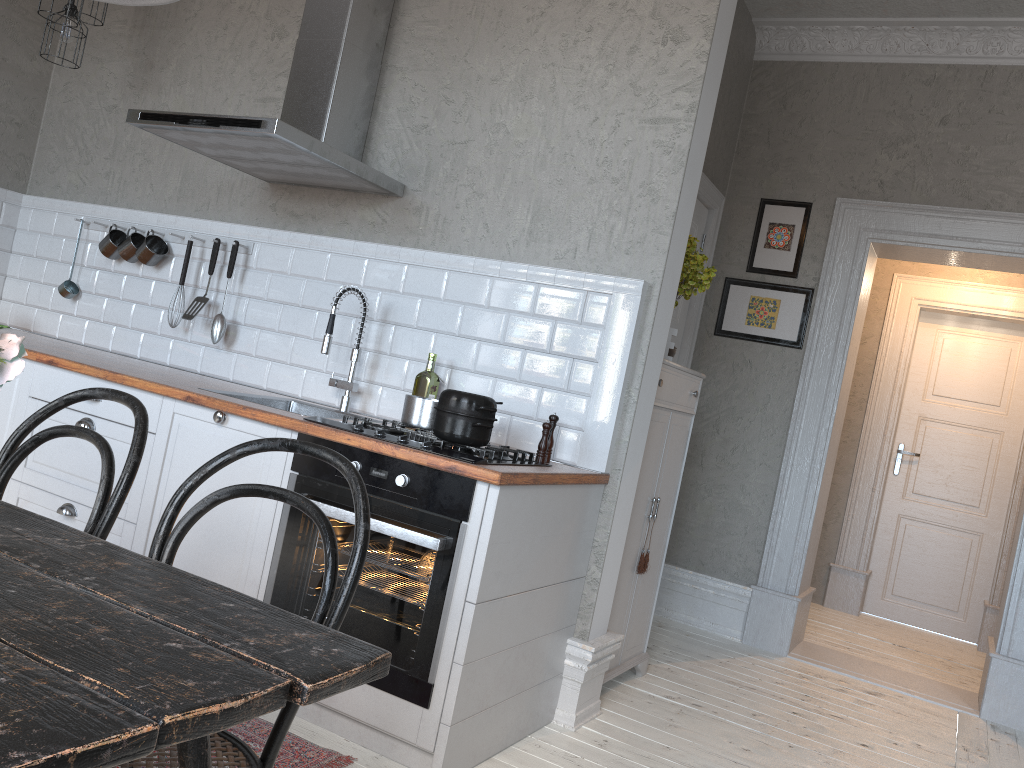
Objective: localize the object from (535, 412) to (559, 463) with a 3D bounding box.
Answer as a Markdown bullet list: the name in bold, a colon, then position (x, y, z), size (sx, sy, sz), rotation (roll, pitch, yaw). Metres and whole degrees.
- **object**: position (0.117, 0.174, 2.909), size (0.035, 0.167, 0.074), rotation (12, 0, 28)

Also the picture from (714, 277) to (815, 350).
- **picture**: position (1.363, -0.388, 4.810), size (0.481, 0.331, 0.014), rotation (12, 0, 26)

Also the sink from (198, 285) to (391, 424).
- **sink**: position (-0.715, -0.024, 3.126), size (0.478, 0.720, 0.537), rotation (12, 0, 27)

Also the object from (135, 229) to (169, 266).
- **object**: position (-1.582, -0.599, 3.902), size (0.134, 0.161, 0.111), rotation (11, 0, 44)

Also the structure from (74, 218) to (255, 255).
- **structure**: position (-1.576, -0.670, 3.937), size (1.067, 0.053, 0.096), rotation (12, 0, 26)

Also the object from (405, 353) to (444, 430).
- **object**: position (-0.301, 0.031, 3.198), size (0.080, 0.282, 0.091), rotation (12, -1, 28)

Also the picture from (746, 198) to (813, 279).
- **picture**: position (1.451, -0.794, 4.813), size (0.277, 0.416, 0.012), rotation (12, -1, 26)

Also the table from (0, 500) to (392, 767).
- **table**: position (-1.246, 0.480, 1.119), size (1.887, 0.735, 0.920), rotation (12, 0, 27)

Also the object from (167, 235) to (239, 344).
- **object**: position (-1.302, -0.404, 3.719), size (0.323, 0.443, 0.082), rotation (12, -1, 27)

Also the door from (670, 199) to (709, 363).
- **door**: position (0.657, 0.113, 4.354), size (0.078, 2.183, 0.764), rotation (12, -1, 27)

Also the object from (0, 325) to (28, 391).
- **object**: position (-0.807, -0.014, 1.163), size (0.247, 0.414, 0.317), rotation (12, 0, 26)

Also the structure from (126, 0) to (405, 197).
- **structure**: position (-0.740, -1.610, 3.319), size (0.700, 1.596, 0.725), rotation (12, 0, 27)

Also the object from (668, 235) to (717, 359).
- **object**: position (0.648, -0.360, 3.714), size (0.303, 0.553, 0.334), rotation (12, 0, -29)

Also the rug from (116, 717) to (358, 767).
- **rug**: position (-1.132, 0.868, 2.354), size (1.267, 0.014, 0.749), rotation (12, 0, 27)

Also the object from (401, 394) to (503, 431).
- **object**: position (-0.210, 0.092, 2.926), size (0.309, 0.134, 0.171), rotation (12, 0, -29)

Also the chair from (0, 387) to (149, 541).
- **chair**: position (-1.005, 0.435, 1.516), size (0.429, 0.921, 0.560), rotation (11, 0, 35)

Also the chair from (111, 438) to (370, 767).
- **chair**: position (-0.542, 0.531, 1.286), size (0.431, 0.921, 0.558), rotation (12, 0, 25)

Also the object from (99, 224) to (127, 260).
- **object**: position (-1.799, -0.644, 4.022), size (0.134, 0.161, 0.110), rotation (12, 0, 39)

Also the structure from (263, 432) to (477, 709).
- **structure**: position (-0.301, 0.528, 2.733), size (0.611, 0.623, 0.629), rotation (12, 0, 27)

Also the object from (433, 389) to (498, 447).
- **object**: position (-0.137, 0.099, 2.585), size (0.192, 0.147, 0.191), rotation (12, 0, 7)

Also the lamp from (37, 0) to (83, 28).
- **lamp**: position (-1.656, -2.320, 3.582), size (0.149, 1.735, 0.144), rotation (12, -1, -31)

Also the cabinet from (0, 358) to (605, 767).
- **cabinet**: position (-1.866, 0.284, 2.788), size (4.247, 0.854, 1.963), rotation (12, 0, -17)

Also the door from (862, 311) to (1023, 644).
- **door**: position (3.037, 0.614, 6.132), size (0.790, 2.192, 0.081), rotation (12, -1, 26)

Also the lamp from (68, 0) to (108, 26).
- **lamp**: position (-1.713, -2.464, 3.926), size (0.149, 1.735, 0.144), rotation (12, -1, -21)

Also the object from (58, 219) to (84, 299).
- **object**: position (-2.042, -0.584, 4.140), size (0.081, 0.379, 0.078), rotation (12, -1, 27)

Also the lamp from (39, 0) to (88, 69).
- **lamp**: position (-1.736, -2.211, 3.755), size (0.147, 1.735, 0.146), rotation (12, 0, -1)

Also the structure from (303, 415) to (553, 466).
- **structure**: position (-0.243, 0.168, 2.714), size (0.595, 0.031, 0.504), rotation (12, 0, 27)

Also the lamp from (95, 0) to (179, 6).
- **lamp**: position (-0.346, -1.392, 0.938), size (0.386, 1.859, 0.373), rotation (12, -1, -25)

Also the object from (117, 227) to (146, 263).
- **object**: position (-1.687, -0.621, 3.966), size (0.134, 0.161, 0.110), rotation (12, 0, 29)

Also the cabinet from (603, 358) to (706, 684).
- **cabinet**: position (0.389, 0.531, 3.533), size (0.377, 1.297, 0.677), rotation (12, 0, 28)

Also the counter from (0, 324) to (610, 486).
- **counter**: position (-1.866, -0.135, 2.321), size (3.333, 0.039, 3.215), rotation (12, 0, 27)
